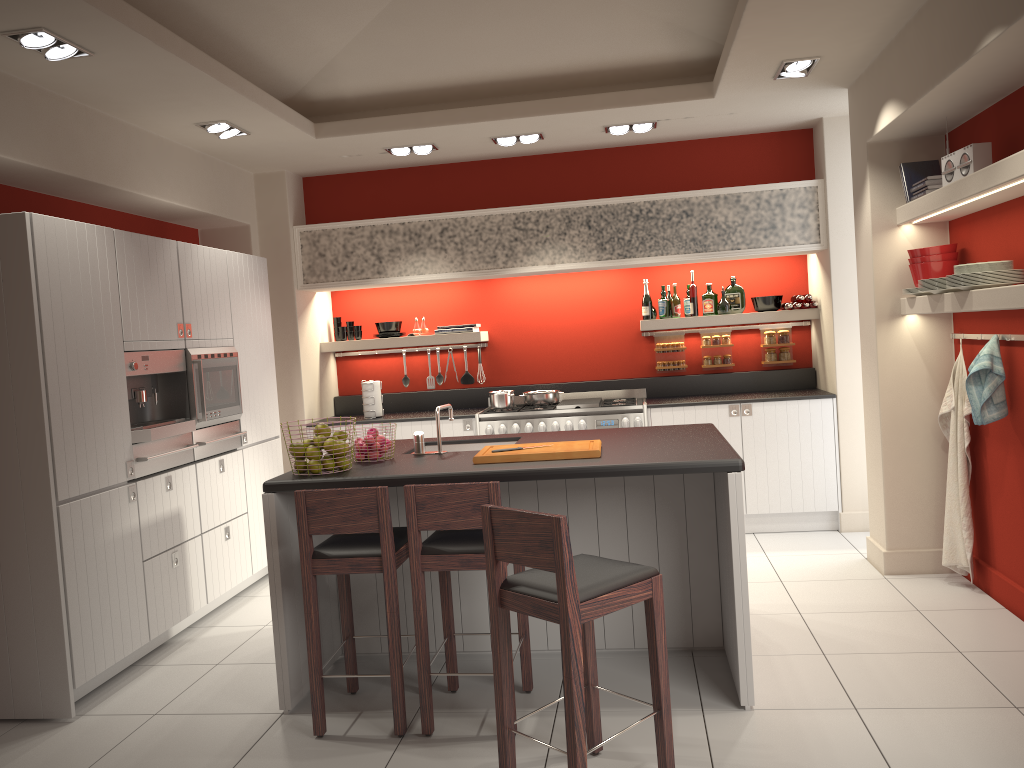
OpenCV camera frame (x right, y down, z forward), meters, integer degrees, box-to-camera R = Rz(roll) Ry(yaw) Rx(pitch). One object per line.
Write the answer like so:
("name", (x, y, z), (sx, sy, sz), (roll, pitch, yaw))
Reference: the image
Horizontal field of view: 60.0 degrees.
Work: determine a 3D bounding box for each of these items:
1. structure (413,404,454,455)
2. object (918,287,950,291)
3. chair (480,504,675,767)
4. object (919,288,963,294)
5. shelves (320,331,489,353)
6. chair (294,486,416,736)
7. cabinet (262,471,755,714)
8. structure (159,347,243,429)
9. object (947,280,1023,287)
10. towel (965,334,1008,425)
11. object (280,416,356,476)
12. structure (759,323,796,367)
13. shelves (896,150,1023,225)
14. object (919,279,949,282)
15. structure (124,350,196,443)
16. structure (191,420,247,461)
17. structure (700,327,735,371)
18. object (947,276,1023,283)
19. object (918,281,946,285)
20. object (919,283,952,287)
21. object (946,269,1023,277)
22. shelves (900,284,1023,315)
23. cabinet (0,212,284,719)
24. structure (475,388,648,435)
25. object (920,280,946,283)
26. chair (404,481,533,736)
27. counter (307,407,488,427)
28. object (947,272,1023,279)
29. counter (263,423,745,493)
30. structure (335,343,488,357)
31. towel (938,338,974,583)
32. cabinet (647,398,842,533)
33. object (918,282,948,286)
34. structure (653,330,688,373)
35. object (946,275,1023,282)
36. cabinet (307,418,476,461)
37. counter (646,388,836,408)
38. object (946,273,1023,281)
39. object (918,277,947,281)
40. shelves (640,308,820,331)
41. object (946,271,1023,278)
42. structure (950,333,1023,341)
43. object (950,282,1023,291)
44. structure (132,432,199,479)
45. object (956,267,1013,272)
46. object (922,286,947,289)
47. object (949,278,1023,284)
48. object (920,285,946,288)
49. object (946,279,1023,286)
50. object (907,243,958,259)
("structure", (-0.402, 0.234, 4.495), (0.183, 0.249, 0.224), (-3, 3, 8))
("object", (2.314, -0.495, 4.642), (0.339, 0.020, 0.339), (-4, 3, 7))
("chair", (0.231, 0.891, 3.038), (0.474, 1.008, 0.383), (-6, 4, -41))
("object", (2.314, -0.488, 4.642), (0.339, 0.020, 0.339), (-4, 3, 7))
("shelves", (-0.910, -0.357, 7.517), (1.379, 0.083, 0.376), (-3, 3, 8))
("chair", (-0.623, 0.909, 3.807), (0.383, 1.008, 0.474), (-4, 3, 8))
("cabinet", (0.050, 0.875, 4.433), (2.034, 1.011, 1.424), (-3, 3, 8))
("structure", (-1.921, 0.017, 5.475), (0.332, 0.472, 0.610), (-3, 3, 8))
("object", (2.275, -0.472, 4.260), (0.339, 0.020, 0.339), (-3, 3, 11))
("towel", (2.411, -0.021, 4.494), (0.209, 0.452, 0.179), (-6, 4, -42))
("object", (-0.874, 0.281, 4.038), (0.341, 0.232, 0.341), (-1, 4, 41))
("structure", (2.153, -0.316, 7.188), (0.256, 0.347, 0.130), (-3, 3, 8))
("shelves", (2.326, -0.927, 4.027), (0.437, 0.100, 2.395), (-3, 3, 8))
("object", (2.311, -0.540, 4.640), (0.339, 0.020, 0.339), (-4, 3, 7))
("structure", (-2.081, 0.063, 4.866), (0.453, 0.470, 0.624), (-3, 3, 8))
("structure", (-1.818, 0.343, 5.483), (0.129, 0.177, 0.617), (-3, 3, 8))
("structure", (1.678, -0.287, 7.255), (0.256, 0.347, 0.130), (-3, 3, 8))
("object", (2.273, -0.492, 4.259), (0.339, 0.020, 0.339), (-3, 3, 11))
("object", (2.311, -0.527, 4.640), (0.339, 0.020, 0.339), (-4, 3, 7))
("object", (2.312, -0.514, 4.641), (0.339, 0.020, 0.339), (-4, 3, 7))
("object", (2.271, -0.524, 4.258), (0.339, 0.020, 0.339), (-3, 3, 11))
("shelves", (2.362, -0.398, 4.051), (0.437, 0.100, 2.395), (-3, 3, 8))
("cabinet", (-2.206, 0.315, 5.217), (0.716, 2.249, 2.558), (-4, 3, 8))
("structure", (0.434, 0.640, 7.040), (1.322, 1.085, 0.778), (-3, 3, 8))
("object", (2.311, -0.533, 4.640), (0.339, 0.020, 0.339), (-4, 3, 7))
("chair", (-0.168, 0.882, 3.743), (0.383, 1.008, 0.474), (-3, 3, 10))
("counter", (-0.903, 0.266, 7.249), (1.360, 0.026, 0.699), (-3, 3, 8))
("object", (2.272, -0.511, 4.258), (0.339, 0.020, 0.339), (-3, 3, 11))
("counter", (0.021, 0.344, 4.408), (2.054, 0.050, 1.416), (-3, 3, 8))
("structure", (-0.875, -0.294, 7.678), (1.355, 0.034, 0.054), (-3, 3, 8))
("towel", (2.496, 0.425, 5.019), (0.141, 1.361, 0.341), (-3, 3, 8))
("cabinet", (1.764, 0.614, 6.902), (1.361, 0.993, 0.687), (-3, 3, 8))
("object", (2.312, -0.520, 4.641), (0.339, 0.020, 0.339), (-4, 3, 7))
("structure", (1.306, -0.265, 7.308), (0.256, 0.347, 0.130), (-3, 3, 8))
("object", (2.273, -0.498, 4.259), (0.339, 0.020, 0.339), (-3, 3, 11))
("cabinet", (-0.871, 0.774, 7.275), (1.361, 0.993, 0.687), (-3, 3, 8))
("counter", (1.728, 0.106, 6.877), (1.360, 0.026, 0.699), (-3, 3, 8))
("object", (2.273, -0.504, 4.259), (0.339, 0.020, 0.339), (-3, 3, 11))
("object", (2.310, -0.546, 4.640), (0.339, 0.020, 0.339), (-4, 3, 7))
("shelves", (1.731, -0.517, 7.143), (1.379, 0.083, 0.376), (-3, 3, 8))
("object", (2.272, -0.517, 4.258), (0.339, 0.020, 0.339), (-3, 3, 11))
("structure", (2.413, -0.212, 4.065), (0.063, 0.034, 2.224), (-3, 3, 8))
("object", (2.275, -0.466, 4.261), (0.339, 0.020, 0.339), (-3, 3, 11))
("structure", (-1.905, 0.382, 4.859), (0.129, 0.177, 0.617), (-3, 3, 8))
("object", (2.272, -0.544, 4.274), (0.255, 0.015, 0.255), (-4, 3, -11))
("object", (2.313, -0.501, 4.642), (0.339, 0.020, 0.339), (-4, 3, 7))
("object", (2.274, -0.485, 4.260), (0.339, 0.020, 0.339), (-3, 3, 11))
("object", (2.313, -0.508, 4.641), (0.339, 0.020, 0.339), (-4, 3, 7))
("object", (2.274, -0.479, 4.260), (0.339, 0.020, 0.339), (-3, 3, 11))
("object", (2.383, -0.707, 5.024), (0.260, 0.161, 0.260), (-5, 3, -25))
